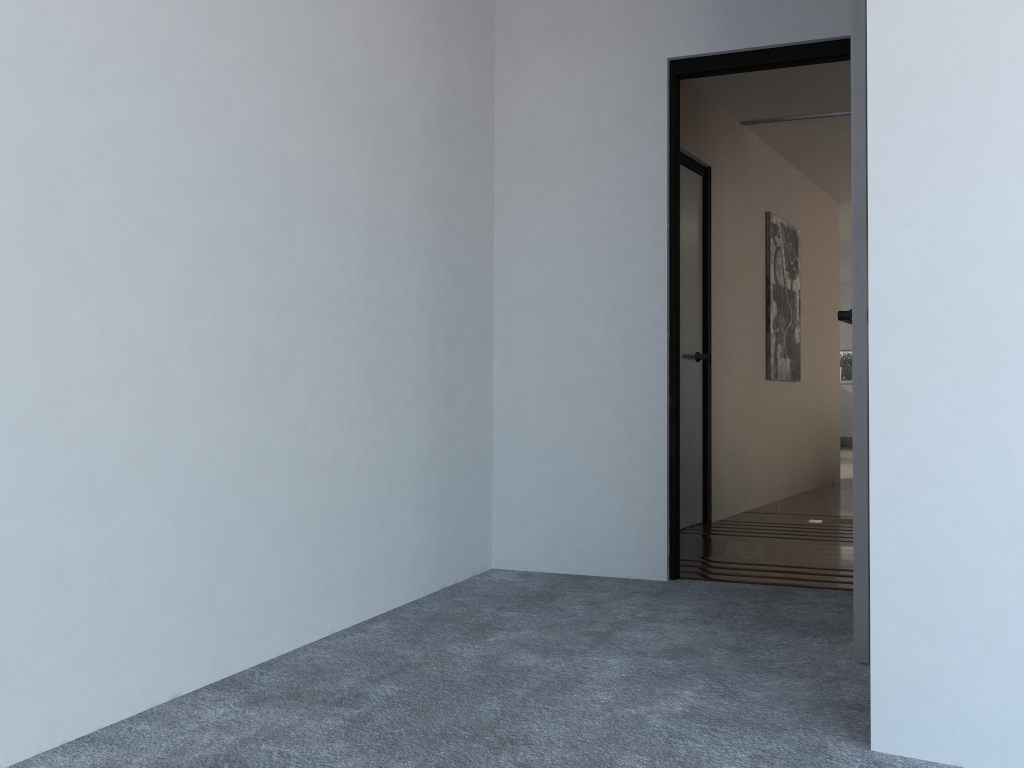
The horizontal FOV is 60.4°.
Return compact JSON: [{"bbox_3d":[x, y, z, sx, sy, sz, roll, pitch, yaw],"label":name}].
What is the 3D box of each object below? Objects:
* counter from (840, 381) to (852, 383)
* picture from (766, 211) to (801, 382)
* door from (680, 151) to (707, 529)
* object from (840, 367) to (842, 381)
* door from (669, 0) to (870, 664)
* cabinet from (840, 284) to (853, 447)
[{"bbox_3d":[5.894,-0.042,12.235,3.889,0.041,2.788,0,-1,21],"label":"counter"},{"bbox_3d":[1.986,-0.607,6.414,0.027,1.166,0.788,-1,-2,33],"label":"picture"},{"bbox_3d":[0.831,-0.245,4.757,0.147,2.094,1.049,-1,-2,33],"label":"door"},{"bbox_3d":[4.844,-0.160,13.731,0.525,0.234,0.372,0,-1,30],"label":"object"},{"bbox_3d":[0.910,-0.273,2.980,0.965,2.094,1.014,0,-1,22],"label":"door"},{"bbox_3d":[6.840,-0.330,10.949,6.679,2.501,4.605,0,-1,21],"label":"cabinet"}]
